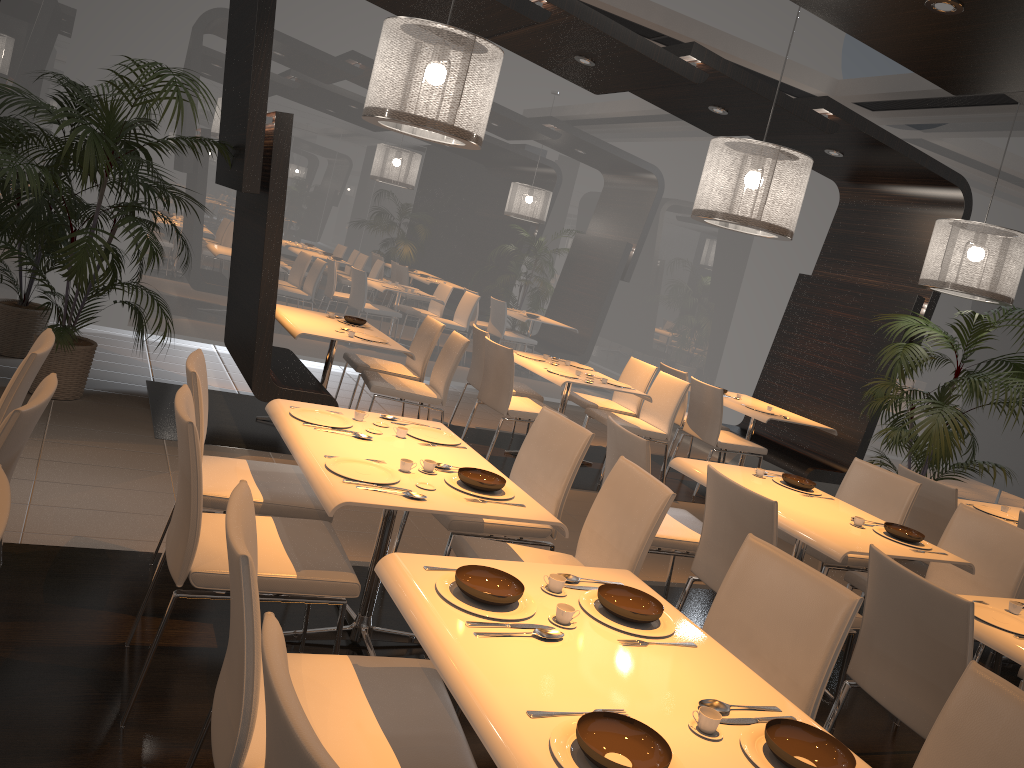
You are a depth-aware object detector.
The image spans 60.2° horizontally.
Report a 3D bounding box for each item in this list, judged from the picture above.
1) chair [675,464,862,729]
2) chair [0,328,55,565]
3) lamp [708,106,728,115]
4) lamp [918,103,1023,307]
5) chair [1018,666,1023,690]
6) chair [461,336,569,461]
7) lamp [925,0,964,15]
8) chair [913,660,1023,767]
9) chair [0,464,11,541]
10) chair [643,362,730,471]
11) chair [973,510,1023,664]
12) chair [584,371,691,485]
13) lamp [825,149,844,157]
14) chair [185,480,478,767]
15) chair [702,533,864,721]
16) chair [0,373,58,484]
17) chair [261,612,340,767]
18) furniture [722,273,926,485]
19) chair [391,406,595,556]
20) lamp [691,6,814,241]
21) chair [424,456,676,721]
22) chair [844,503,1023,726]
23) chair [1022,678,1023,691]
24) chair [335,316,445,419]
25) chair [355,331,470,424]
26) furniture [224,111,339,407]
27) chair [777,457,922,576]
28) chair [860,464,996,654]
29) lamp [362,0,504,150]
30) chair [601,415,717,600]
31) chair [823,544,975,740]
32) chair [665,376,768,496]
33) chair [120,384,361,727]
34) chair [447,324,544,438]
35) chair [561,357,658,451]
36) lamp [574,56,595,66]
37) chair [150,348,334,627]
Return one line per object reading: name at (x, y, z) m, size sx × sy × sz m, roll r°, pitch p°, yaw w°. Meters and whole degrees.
chair at (1.022, 0.842, 3.563) m, size 0.601 × 0.869 × 0.490 m, roll 12°, pitch 6°, yaw -24°
chair at (-1.883, 0.228, 2.819) m, size 0.601 × 0.864 × 0.490 m, roll 12°, pitch 6°, yaw -24°
lamp at (1.643, -2.191, 7.031) m, size 0.160 × 0.055 × 0.164 m, roll 9°, pitch 9°, yaw -32°
lamp at (3.493, -1.565, 6.308) m, size 0.628 × 1.919 × 0.629 m, roll 15°, pitch 5°, yaw 6°
chair at (2.287, 1.200, 3.288) m, size 0.601 × 0.869 × 0.490 m, roll 11°, pitch 6°, yaw -29°
chair at (0.033, 0.167, 6.362) m, size 0.601 × 0.869 × 0.490 m, roll 11°, pitch 6°, yaw -29°
lamp at (1.902, -1.673, 3.881) m, size 0.160 × 0.050 × 0.163 m, roll 11°, pitch 9°, yaw -21°
chair at (0.769, 1.050, 1.777) m, size 0.602 × 0.864 × 0.489 m, roll 12°, pitch 6°, yaw -19°
chair at (-1.262, 0.592, 1.470) m, size 0.601 × 0.869 × 0.490 m, roll 11°, pitch 6°, yaw -29°
chair at (1.545, 0.316, 7.834) m, size 0.601 × 0.864 × 0.490 m, roll 12°, pitch 6°, yaw -24°
chair at (2.798, 1.150, 4.449) m, size 0.601 × 0.869 × 0.490 m, roll 11°, pitch 6°, yaw -29°
chair at (0.929, 0.318, 6.821) m, size 0.601 × 0.864 × 0.490 m, roll 12°, pitch 6°, yaw -24°
lamp at (2.767, -1.995, 7.586) m, size 0.160 × 0.055 × 0.164 m, roll 9°, pitch 9°, yaw -32°
chair at (-0.408, 0.732, 1.934) m, size 0.602 × 0.864 × 0.489 m, roll 12°, pitch 6°, yaw -19°
chair at (0.481, 0.886, 2.395) m, size 0.601 × 0.869 × 0.490 m, roll 11°, pitch 6°, yaw -29°
chair at (-1.600, 0.383, 2.270) m, size 0.602 × 0.864 × 0.489 m, roll 12°, pitch 6°, yaw -19°
chair at (-0.168, 0.875, 1.393) m, size 0.601 × 0.864 × 0.490 m, roll 11°, pitch 6°, yaw -29°
furniture at (2.616, -0.142, 7.861) m, size 0.752 × 1.665 × 1.420 m, roll 12°, pitch 6°, yaw -26°
chair at (-0.092, 0.533, 3.752) m, size 0.601 × 0.864 × 0.490 m, roll 11°, pitch 6°, yaw -29°
lamp at (1.646, -1.886, 5.395) m, size 0.627 × 1.919 × 0.630 m, roll 14°, pitch 5°, yaw 2°
chair at (0.127, 0.689, 3.100) m, size 0.602 × 0.869 × 0.489 m, roll 12°, pitch 6°, yaw -19°
chair at (1.890, 0.993, 3.974) m, size 0.601 × 0.864 × 0.490 m, roll 12°, pitch 6°, yaw -24°
chair at (1.570, 1.180, 2.252) m, size 0.601 × 0.869 × 0.490 m, roll 12°, pitch 6°, yaw -24°
chair at (-0.918, -0.105, 6.586) m, size 0.601 × 0.869 × 0.490 m, roll 12°, pitch 6°, yaw -24°
chair at (-0.697, 0.038, 5.996) m, size 0.602 × 0.864 × 0.489 m, roll 12°, pitch 6°, yaw -19°
furniture at (-1.482, -0.854, 5.835) m, size 0.752 × 1.665 × 1.420 m, roll 12°, pitch 6°, yaw -26°
chair at (1.670, 0.839, 4.627) m, size 0.601 × 0.864 × 0.490 m, roll 11°, pitch 6°, yaw -29°
chair at (2.436, 0.975, 4.997) m, size 0.602 × 0.869 × 0.489 m, roll 12°, pitch 6°, yaw -19°
lamp at (-0.230, -2.212, 4.467) m, size 0.627 × 1.919 × 0.630 m, roll 14°, pitch 5°, yaw 2°
chair at (0.670, 0.663, 4.140) m, size 0.602 × 0.864 × 0.489 m, roll 12°, pitch 6°, yaw -19°
chair at (1.399, 1.046, 2.847) m, size 0.602 × 0.869 × 0.489 m, roll 12°, pitch 6°, yaw -19°
chair at (1.694, 0.451, 7.210) m, size 0.601 × 0.869 × 0.490 m, roll 12°, pitch 6°, yaw -24°
chair at (-0.809, 0.512, 2.715) m, size 0.601 × 0.864 × 0.490 m, roll 12°, pitch 6°, yaw -24°
chair at (-0.103, 0.026, 7.045) m, size 0.602 × 0.864 × 0.489 m, roll 12°, pitch 6°, yaw -19°
chair at (0.780, 0.187, 7.445) m, size 0.601 × 0.869 × 0.490 m, roll 12°, pitch 6°, yaw -24°
lamp at (0.538, -2.383, 6.484) m, size 0.160 × 0.055 × 0.164 m, roll 9°, pitch 9°, yaw -32°
chair at (-0.991, 0.378, 3.299) m, size 0.602 × 0.864 × 0.489 m, roll 12°, pitch 6°, yaw -19°
